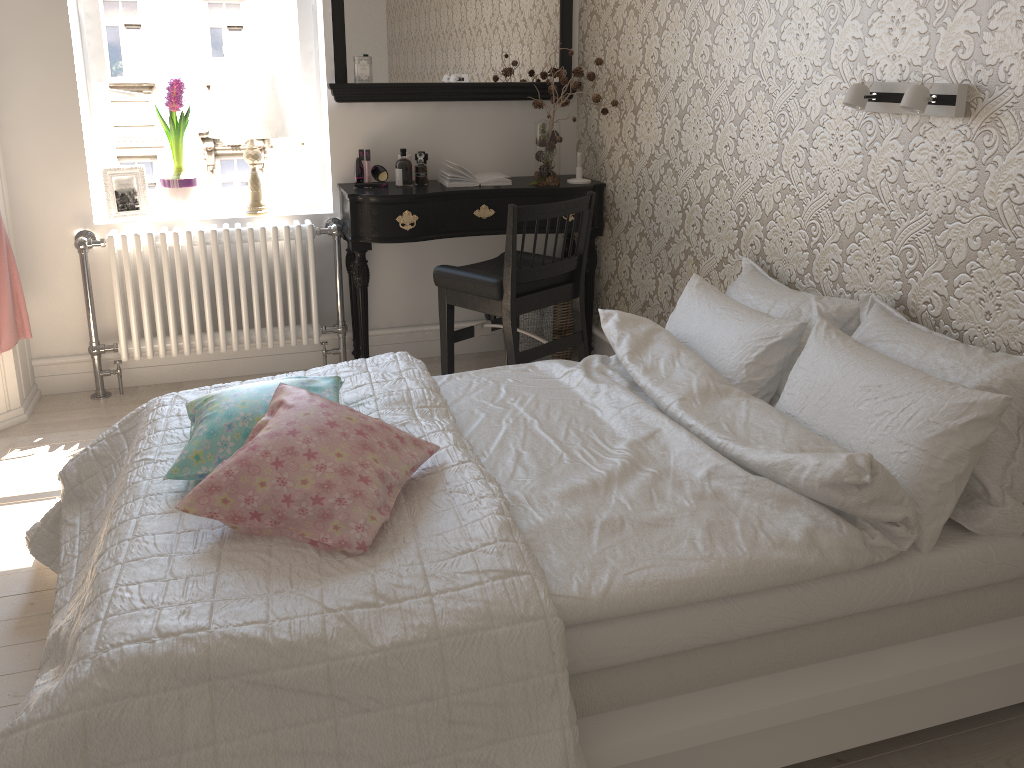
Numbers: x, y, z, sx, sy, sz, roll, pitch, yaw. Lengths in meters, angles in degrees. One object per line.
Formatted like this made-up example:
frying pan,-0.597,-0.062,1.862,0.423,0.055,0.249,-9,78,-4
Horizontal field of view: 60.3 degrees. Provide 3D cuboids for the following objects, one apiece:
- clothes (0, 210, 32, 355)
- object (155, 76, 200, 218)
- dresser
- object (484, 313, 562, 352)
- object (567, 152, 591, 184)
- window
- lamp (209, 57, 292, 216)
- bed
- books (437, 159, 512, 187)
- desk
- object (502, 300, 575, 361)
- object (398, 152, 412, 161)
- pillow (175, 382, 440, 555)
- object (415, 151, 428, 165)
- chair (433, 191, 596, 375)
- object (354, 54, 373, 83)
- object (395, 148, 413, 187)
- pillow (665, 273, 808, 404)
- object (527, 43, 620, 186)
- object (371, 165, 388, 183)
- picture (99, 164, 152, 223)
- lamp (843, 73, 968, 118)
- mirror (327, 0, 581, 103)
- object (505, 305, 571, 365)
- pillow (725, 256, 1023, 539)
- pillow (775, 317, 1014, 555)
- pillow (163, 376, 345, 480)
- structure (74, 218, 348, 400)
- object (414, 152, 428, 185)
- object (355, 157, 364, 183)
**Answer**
clothes,-1.882,-0.474,3.114,0.092,0.855,0.337,3,16,11
object,-1.394,-0.983,3.672,0.157,0.563,0.160,-9,18,-31
dresser,-2.298,-1.010,2.860,1.027,2.520,0.718,-5,16,-17
object,0.053,-0.308,3.983,0.368,0.324,0.310,-5,18,-16
object,0.290,-0.932,3.809,0.105,0.128,0.107,5,18,17
window,-1.303,-1.613,3.692,0.951,1.739,0.113,-5,16,-17
lamp,-1.103,-1.043,3.732,0.339,0.636,0.350,-2,16,-5
bed,-0.051,0.295,2.016,2.216,0.616,2.002,-6,20,-16
books,-0.164,-0.912,3.799,0.279,0.093,0.232,-5,20,-15
desk,-0.162,-0.462,3.863,1.107,0.803,0.446,-6,17,-17
object,0.122,-0.311,4.004,0.394,0.422,0.403,4,18,14
object,-0.460,-0.928,3.793,0.058,0.131,0.058,10,18,32
pillow,-0.365,0.153,1.663,0.353,0.197,0.404,5,19,14
object,-0.393,-0.945,3.841,0.058,0.131,0.058,10,18,32
chair,0.018,-0.295,3.343,0.463,0.840,0.463,14,21,40
object,-0.621,-1.319,3.691,0.072,0.118,0.038,-4,16,-12
object,-0.454,-0.906,3.697,0.070,0.154,0.072,-7,17,-22
pillow,0.575,-0.094,2.430,0.204,0.296,0.575,-5,19,-17
object,0.231,-1.111,3.682,0.549,0.584,0.322,16,22,41
object,-0.571,-0.880,3.723,0.080,0.084,0.084,7,19,21
picture,-1.579,-0.779,3.614,0.178,0.220,0.050,-13,20,-36
lamp,0.884,-0.673,2.047,0.115,0.091,0.333,-5,20,-16
mirror,-0.230,-1.500,3.771,1.120,0.558,0.068,-6,16,-17
object,0.107,-0.285,3.967,0.291,0.347,0.357,6,18,21
pillow,0.780,-0.047,2.196,0.311,0.346,1.285,-5,20,-16
pillow,0.759,0.082,1.872,0.202,0.300,0.578,-5,19,-17
pillow,-0.533,0.092,1.897,0.362,0.164,0.392,-4,19,-12
structure,-1.220,-0.324,3.693,1.070,0.665,0.170,-6,16,-17
object,-0.387,-0.913,3.744,0.054,0.135,0.055,6,17,21
object,-0.642,-0.894,3.713,0.031,0.117,0.056,6,17,20
